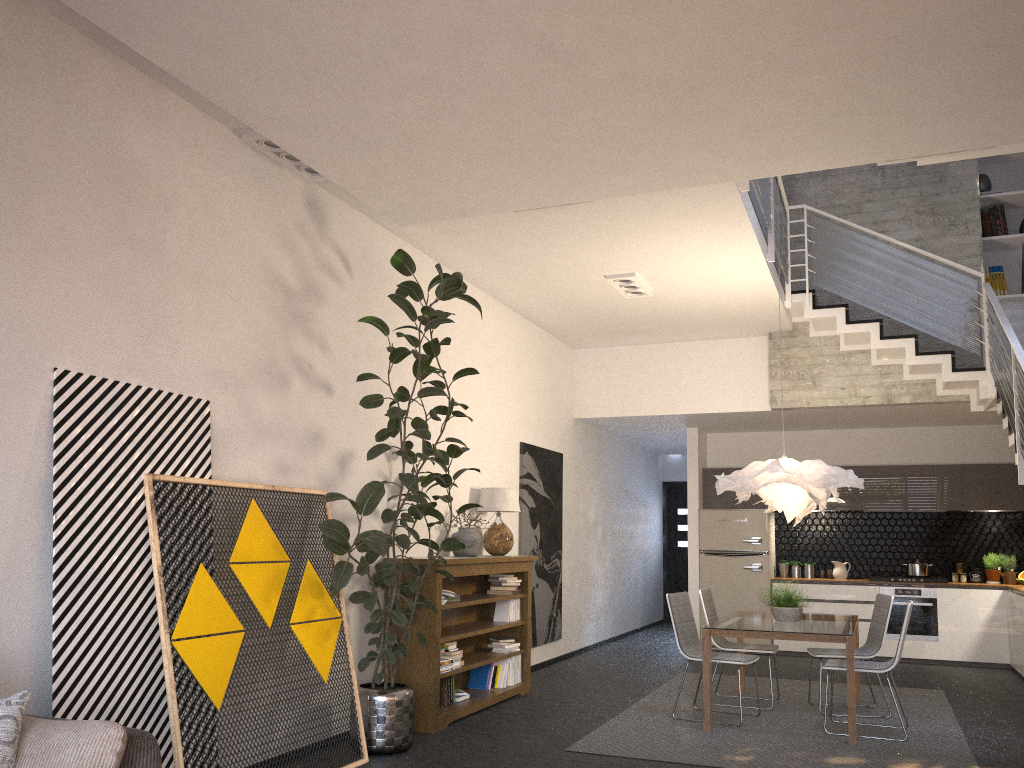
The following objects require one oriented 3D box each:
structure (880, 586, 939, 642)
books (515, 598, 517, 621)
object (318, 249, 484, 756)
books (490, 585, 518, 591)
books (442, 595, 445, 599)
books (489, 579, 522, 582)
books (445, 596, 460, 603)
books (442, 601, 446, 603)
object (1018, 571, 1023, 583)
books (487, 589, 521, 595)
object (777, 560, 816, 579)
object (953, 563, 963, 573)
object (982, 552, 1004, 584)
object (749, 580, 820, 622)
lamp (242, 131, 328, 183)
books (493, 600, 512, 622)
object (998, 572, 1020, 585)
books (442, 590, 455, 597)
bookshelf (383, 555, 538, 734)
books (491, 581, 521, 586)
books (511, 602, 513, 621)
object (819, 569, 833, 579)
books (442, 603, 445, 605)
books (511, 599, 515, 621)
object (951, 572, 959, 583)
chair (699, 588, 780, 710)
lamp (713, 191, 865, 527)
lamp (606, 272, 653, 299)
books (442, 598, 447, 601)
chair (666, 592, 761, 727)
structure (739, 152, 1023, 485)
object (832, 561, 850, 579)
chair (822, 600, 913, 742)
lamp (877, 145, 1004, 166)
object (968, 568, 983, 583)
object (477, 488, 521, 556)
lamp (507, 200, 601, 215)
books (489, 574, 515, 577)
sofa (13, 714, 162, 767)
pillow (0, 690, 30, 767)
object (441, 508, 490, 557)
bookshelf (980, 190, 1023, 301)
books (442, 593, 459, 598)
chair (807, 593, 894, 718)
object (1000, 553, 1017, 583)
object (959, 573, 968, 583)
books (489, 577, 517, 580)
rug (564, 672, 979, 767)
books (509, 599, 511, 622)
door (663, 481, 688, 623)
[{"bbox_3d":[4.556,2.625,10.189,0.588,0.584,0.588,-3,-9,22],"label":"structure"},{"bbox_3d":[-0.020,1.955,7.684,0.135,0.188,0.015,-2,-8,22],"label":"books"},{"bbox_3d":[-0.636,0.704,5.676,0.907,3.178,2.026,1,-8,0],"label":"object"},{"bbox_3d":[2.230,-1.304,9.166,5.402,6.663,0.362,5,-8,-27],"label":"books"},{"bbox_3d":[-0.620,1.541,6.431,0.252,0.011,0.321,2,-10,-6],"label":"books"},{"bbox_3d":[-0.063,1.709,7.702,0.175,0.019,0.244,10,-13,-42],"label":"books"},{"bbox_3d":[-0.524,1.609,6.623,0.180,0.033,0.244,-4,-11,25],"label":"books"},{"bbox_3d":[-0.616,1.575,6.438,0.252,0.011,0.321,2,-10,-8],"label":"books"},{"bbox_3d":[5.725,2.135,9.777,0.218,0.173,0.237,8,-11,-38],"label":"object"},{"bbox_3d":[-0.068,1.790,7.628,0.230,0.034,0.288,-2,-10,14],"label":"books"},{"bbox_3d":[3.514,2.284,10.931,0.482,0.219,0.173,-2,-9,19],"label":"object"},{"bbox_3d":[5.181,2.135,10.282,0.083,0.112,0.083,1,-8,2],"label":"object"},{"bbox_3d":[5.508,2.100,10.109,0.245,0.351,0.236,-3,-9,26],"label":"object"},{"bbox_3d":[2.126,1.676,6.904,0.531,0.365,0.672,-2,-10,17],"label":"object"},{"bbox_3d":[-1.272,-1.353,5.203,0.253,0.065,0.649,-3,-11,22],"label":"lamp"},{"bbox_3d":[-0.081,1.931,7.538,0.135,0.181,0.078,-2,-8,22],"label":"books"},{"bbox_3d":[5.581,2.177,9.926,0.124,0.139,0.210,6,-10,-33],"label":"object"},{"bbox_3d":[-0.615,1.517,6.491,0.273,0.108,0.324,7,-11,-32],"label":"books"},{"bbox_3d":[-0.346,1.952,6.972,0.451,1.164,1.932,-2,-10,22],"label":"bookshelf"},{"bbox_3d":[-0.055,1.733,7.699,0.179,0.029,0.226,5,-11,-25],"label":"books"},{"bbox_3d":[-0.053,1.956,7.607,0.120,0.158,0.016,-2,-8,22],"label":"books"},{"bbox_3d":[3.838,2.325,10.833,0.160,0.110,0.078,-4,-9,27],"label":"object"},{"bbox_3d":[-0.613,1.583,6.426,0.252,0.011,0.321,2,-10,-4],"label":"books"},{"bbox_3d":[-0.039,1.944,7.621,0.136,0.187,0.018,-2,-8,22],"label":"books"},{"bbox_3d":[5.153,2.250,10.293,0.083,0.112,0.083,-2,-9,22],"label":"object"},{"bbox_3d":[1.881,2.174,7.340,0.602,0.913,0.478,-2,-8,22],"label":"chair"},{"bbox_3d":[2.188,-1.448,7.269,1.119,5.177,1.067,-4,-8,33],"label":"lamp"},{"bbox_3d":[1.037,-0.873,7.759,0.253,0.065,0.649,-3,-11,22],"label":"lamp"},{"bbox_3d":[-0.617,1.567,6.456,0.252,0.011,0.321,3,-10,-11],"label":"books"},{"bbox_3d":[1.516,2.057,6.700,0.602,0.913,0.477,-4,-9,32],"label":"chair"},{"bbox_3d":[2.999,-1.414,8.022,4.237,8.252,8.516,-2,-9,22],"label":"structure"},{"bbox_3d":[3.989,2.261,10.741,0.190,0.213,0.172,-5,-10,35],"label":"object"},{"bbox_3d":[2.531,1.997,6.272,0.602,0.913,0.478,-3,-8,25],"label":"chair"},{"bbox_3d":[2.388,-1.345,4.945,0.645,0.065,0.255,-3,-11,22],"label":"lamp"},{"bbox_3d":[5.344,2.207,10.209,0.141,0.173,0.142,-2,-9,22],"label":"object"},{"bbox_3d":[-0.118,1.202,7.713,0.389,0.578,0.392,2,-8,-9],"label":"object"},{"bbox_3d":[0.239,-1.223,5.820,0.645,0.065,0.255,-3,-11,22],"label":"lamp"},{"bbox_3d":[-0.087,1.663,7.697,0.205,0.022,0.156,0,-10,7],"label":"books"},{"bbox_3d":[-1.986,1.186,1.996,0.994,0.913,2.337,-3,-10,22],"label":"sofa"},{"bbox_3d":[-1.880,0.990,1.936,0.619,0.340,1.906,-3,-10,22],"label":"pillow"},{"bbox_3d":[-0.375,1.184,7.143,0.385,0.409,0.277,1,-8,0],"label":"object"},{"bbox_3d":[5.129,-1.351,9.005,0.973,1.099,0.445,-3,-8,22],"label":"bookshelf"},{"bbox_3d":[-0.522,1.579,6.617,0.166,0.023,0.229,-4,-11,26],"label":"books"},{"bbox_3d":[2.683,2.129,7.014,0.601,0.913,0.478,0,-8,8],"label":"chair"},{"bbox_3d":[5.631,2.077,10.039,0.184,0.376,0.170,5,-9,-30],"label":"object"},{"bbox_3d":[5.232,2.244,10.257,0.083,0.112,0.083,-4,-9,32],"label":"object"},{"bbox_3d":[-0.080,1.685,7.692,0.175,0.023,0.244,5,-11,-22],"label":"books"},{"bbox_3d":[2.122,2.540,6.791,2.373,0.006,3.711,-3,-11,22],"label":"rug"},{"bbox_3d":[-0.075,1.939,7.596,0.136,0.187,0.018,-2,-8,22],"label":"books"},{"bbox_3d":[3.008,2.729,14.357,1.109,2.300,0.161,-2,-8,22],"label":"door"}]
